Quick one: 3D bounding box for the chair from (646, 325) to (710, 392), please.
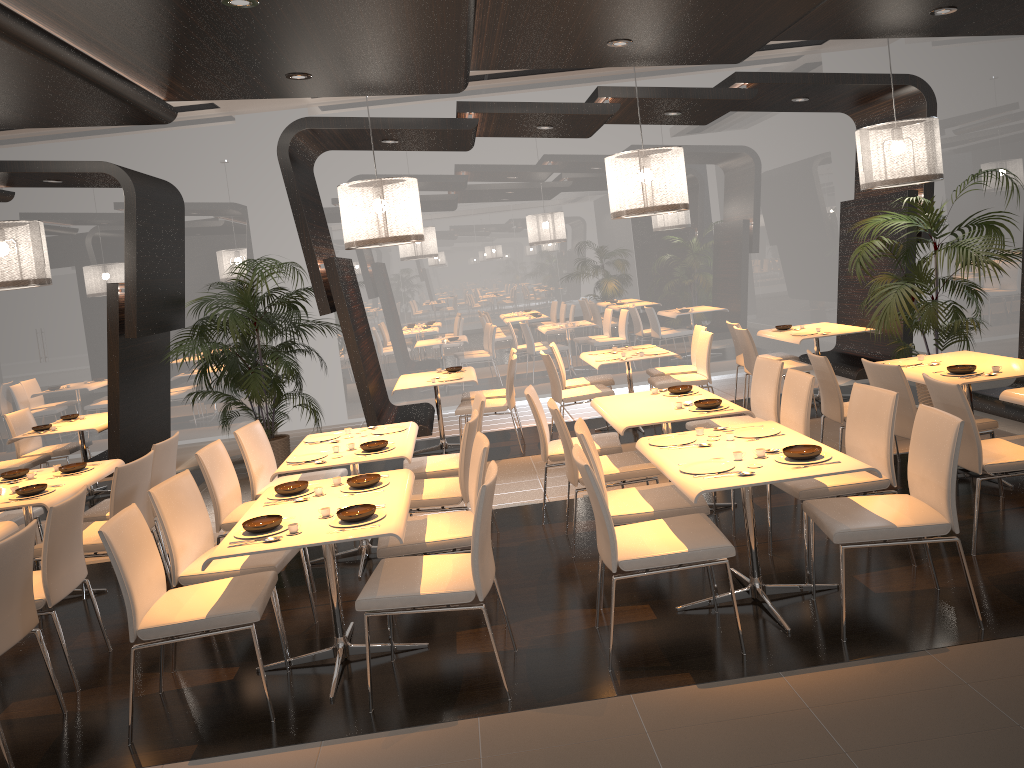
[{"bbox_3d":[1.713,-0.127,9.038,0.605,0.870,0.486,-7,4,-1],"label":"chair"}]

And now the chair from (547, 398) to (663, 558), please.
[{"bbox_3d":[0.563,0.513,5.321,0.605,0.870,0.486,-7,4,-1],"label":"chair"}]

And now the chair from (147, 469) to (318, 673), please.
[{"bbox_3d":[-1.374,0.870,4.361,0.605,0.865,0.487,-6,4,4],"label":"chair"}]

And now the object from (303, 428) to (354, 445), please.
[{"bbox_3d":[-1.207,0.345,5.818,0.335,0.037,0.379,-8,8,-9],"label":"object"}]

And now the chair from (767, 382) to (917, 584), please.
[{"bbox_3d":[1.667,0.484,4.570,0.606,0.870,0.486,-7,4,-6],"label":"chair"}]

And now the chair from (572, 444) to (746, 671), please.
[{"bbox_3d":[0.617,0.701,3.884,0.605,0.870,0.486,-7,4,-1],"label":"chair"}]

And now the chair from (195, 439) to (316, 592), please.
[{"bbox_3d":[-1.478,0.763,5.246,0.605,0.865,0.486,-7,4,-1],"label":"chair"}]

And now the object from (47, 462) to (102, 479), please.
[{"bbox_3d":[-2.873,0.549,5.749,0.303,0.044,0.367,-7,8,-4],"label":"object"}]

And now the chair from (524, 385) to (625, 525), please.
[{"bbox_3d":[0.433,0.434,5.998,0.605,0.865,0.487,-6,4,4],"label":"chair"}]

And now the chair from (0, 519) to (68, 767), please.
[{"bbox_3d":[-2.276,1.077,3.638,0.605,0.870,0.486,-7,4,-1],"label":"chair"}]

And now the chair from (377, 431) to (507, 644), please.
[{"bbox_3d":[-0.366,0.742,4.443,0.606,0.870,0.486,-7,4,-6],"label":"chair"}]

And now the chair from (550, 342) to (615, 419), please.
[{"bbox_3d":[0.732,-0.009,9.009,0.605,0.865,0.487,-6,4,4],"label":"chair"}]

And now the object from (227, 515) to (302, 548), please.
[{"bbox_3d":[-1.029,0.602,3.740,0.303,0.044,0.367,-7,8,-4],"label":"object"}]

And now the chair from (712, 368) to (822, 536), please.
[{"bbox_3d":[1.533,0.390,5.366,0.605,0.865,0.486,-7,4,-1],"label":"chair"}]

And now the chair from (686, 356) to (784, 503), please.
[{"bbox_3d":[1.556,0.293,6.061,0.606,0.865,0.486,-7,4,-6],"label":"chair"}]

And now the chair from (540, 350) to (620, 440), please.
[{"bbox_3d":[0.619,0.100,8.319,0.606,0.870,0.486,-7,4,-6],"label":"chair"}]

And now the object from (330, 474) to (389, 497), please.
[{"bbox_3d":[-0.758,0.484,4.373,0.303,0.044,0.367,-7,8,-4],"label":"object"}]

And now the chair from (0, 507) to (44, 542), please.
[{"bbox_3d":[-3.486,0.930,5.770,0.605,0.865,0.487,-6,4,4],"label":"chair"}]

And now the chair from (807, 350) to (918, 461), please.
[{"bbox_3d":[2.415,0.187,6.107,0.605,0.870,0.487,-6,4,4],"label":"chair"}]

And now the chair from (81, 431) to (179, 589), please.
[{"bbox_3d":[-2.460,0.809,5.763,0.605,0.865,0.486,-7,4,-1],"label":"chair"}]

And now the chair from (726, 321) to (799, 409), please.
[{"bbox_3d":[2.577,-0.240,9.101,0.605,0.865,0.486,-7,4,-1],"label":"chair"}]

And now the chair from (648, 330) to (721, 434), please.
[{"bbox_3d":[1.632,-0.033,8.397,0.605,0.865,0.486,-7,4,-1],"label":"chair"}]

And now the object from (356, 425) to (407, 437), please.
[{"bbox_3d":[-0.872,0.295,5.891,0.335,0.037,0.378,-9,8,-14],"label":"object"}]

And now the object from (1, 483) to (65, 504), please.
[{"bbox_3d":[-2.821,0.622,5.160,0.303,0.044,0.367,-7,8,-4],"label":"object"}]

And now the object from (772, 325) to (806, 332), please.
[{"bbox_3d":[2.829,-0.578,9.079,0.303,0.044,0.367,-7,8,-4],"label":"object"}]

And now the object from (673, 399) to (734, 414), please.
[{"bbox_3d":[1.151,0.126,5.350,0.303,0.044,0.367,-7,8,-4],"label":"object"}]

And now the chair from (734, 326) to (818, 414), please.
[{"bbox_3d":[2.497,-0.141,8.461,0.605,0.870,0.486,-7,4,-1],"label":"chair"}]

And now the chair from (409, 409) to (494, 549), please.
[{"bbox_3d":[-0.451,0.644,5.239,0.605,0.870,0.487,-6,4,4],"label":"chair"}]

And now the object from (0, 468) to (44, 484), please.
[{"bbox_3d":[-3.197,0.590,5.723,0.303,0.044,0.367,-7,8,-4],"label":"object"}]

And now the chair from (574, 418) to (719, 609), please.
[{"bbox_3d":[0.667,0.611,4.506,0.605,0.870,0.487,-6,4,4],"label":"chair"}]

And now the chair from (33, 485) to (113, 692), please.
[{"bbox_3d":[-2.349,1.002,4.262,0.606,0.870,0.486,-7,4,-6],"label":"chair"}]

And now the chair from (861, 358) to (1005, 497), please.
[{"bbox_3d":[2.564,0.258,5.454,0.606,0.870,0.486,-7,4,-6],"label":"chair"}]

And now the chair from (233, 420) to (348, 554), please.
[{"bbox_3d":[-1.442,0.675,5.861,0.605,0.865,0.487,-6,4,4],"label":"chair"}]

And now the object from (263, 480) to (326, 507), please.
[{"bbox_3d":[-1.059,0.522,4.359,0.303,0.044,0.367,-7,8,-4],"label":"object"}]

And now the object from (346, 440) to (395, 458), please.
[{"bbox_3d":[-0.847,0.374,5.270,0.303,0.044,0.367,-7,8,-4],"label":"object"}]

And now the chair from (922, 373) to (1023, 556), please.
[{"bbox_3d":[2.551,0.370,4.622,0.605,0.865,0.487,-6,4,4],"label":"chair"}]

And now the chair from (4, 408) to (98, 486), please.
[{"bbox_3d":[-4.518,0.661,8.657,0.605,0.865,0.486,-7,4,-1],"label":"chair"}]

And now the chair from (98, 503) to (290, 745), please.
[{"bbox_3d":[-1.339,0.947,3.762,0.606,0.865,0.486,-7,4,-6],"label":"chair"}]

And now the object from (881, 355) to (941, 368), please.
[{"bbox_3d":[2.749,-0.156,6.055,0.335,0.037,0.379,-8,8,-9],"label":"object"}]

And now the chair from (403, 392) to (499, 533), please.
[{"bbox_3d":[-0.428,0.545,5.933,0.606,0.865,0.486,-7,4,-6],"label":"chair"}]

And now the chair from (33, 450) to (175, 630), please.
[{"bbox_3d":[-2.386,0.885,5.140,0.605,0.865,0.487,-6,4,4],"label":"chair"}]

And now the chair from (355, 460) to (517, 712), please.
[{"bbox_3d":[-0.313,0.827,3.754,0.605,0.865,0.487,-6,4,4],"label":"chair"}]

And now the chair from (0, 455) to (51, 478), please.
[{"bbox_3d":[-4.599,0.757,8.017,0.605,0.865,0.486,-7,4,-1],"label":"chair"}]

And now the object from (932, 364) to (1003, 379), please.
[{"bbox_3d":[2.820,-0.086,5.457,0.303,0.044,0.367,-7,8,-4],"label":"object"}]

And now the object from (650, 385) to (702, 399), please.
[{"bbox_3d":[1.106,0.044,5.997,0.303,0.044,0.367,-7,8,-4],"label":"object"}]

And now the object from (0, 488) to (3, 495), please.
[{"bbox_3d":[-3.147,0.669,5.120,0.335,0.037,0.379,-8,8,-9],"label":"object"}]

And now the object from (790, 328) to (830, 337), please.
[{"bbox_3d":[2.866,-0.496,8.463,0.335,0.037,0.379,-8,8,-9],"label":"object"}]

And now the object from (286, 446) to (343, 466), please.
[{"bbox_3d":[-1.165,0.423,5.206,0.335,0.037,0.379,-8,8,-9],"label":"object"}]

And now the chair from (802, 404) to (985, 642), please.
[{"bbox_3d":[1.644,0.581,3.876,0.605,0.870,0.487,-6,4,4],"label":"chair"}]

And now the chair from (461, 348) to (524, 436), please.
[{"bbox_3d":[-0.205,0.119,8.899,0.605,0.870,0.486,-7,4,-1],"label":"chair"}]

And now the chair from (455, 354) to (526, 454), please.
[{"bbox_3d":[-0.205,0.203,8.263,0.605,0.865,0.487,-6,4,4],"label":"chair"}]
